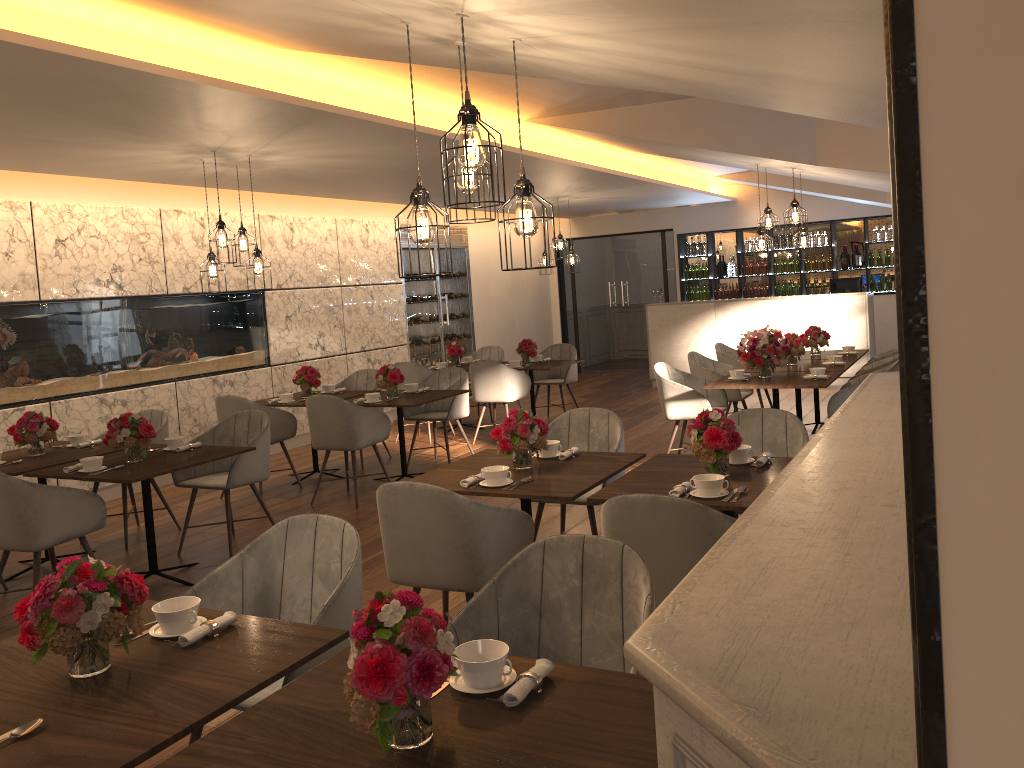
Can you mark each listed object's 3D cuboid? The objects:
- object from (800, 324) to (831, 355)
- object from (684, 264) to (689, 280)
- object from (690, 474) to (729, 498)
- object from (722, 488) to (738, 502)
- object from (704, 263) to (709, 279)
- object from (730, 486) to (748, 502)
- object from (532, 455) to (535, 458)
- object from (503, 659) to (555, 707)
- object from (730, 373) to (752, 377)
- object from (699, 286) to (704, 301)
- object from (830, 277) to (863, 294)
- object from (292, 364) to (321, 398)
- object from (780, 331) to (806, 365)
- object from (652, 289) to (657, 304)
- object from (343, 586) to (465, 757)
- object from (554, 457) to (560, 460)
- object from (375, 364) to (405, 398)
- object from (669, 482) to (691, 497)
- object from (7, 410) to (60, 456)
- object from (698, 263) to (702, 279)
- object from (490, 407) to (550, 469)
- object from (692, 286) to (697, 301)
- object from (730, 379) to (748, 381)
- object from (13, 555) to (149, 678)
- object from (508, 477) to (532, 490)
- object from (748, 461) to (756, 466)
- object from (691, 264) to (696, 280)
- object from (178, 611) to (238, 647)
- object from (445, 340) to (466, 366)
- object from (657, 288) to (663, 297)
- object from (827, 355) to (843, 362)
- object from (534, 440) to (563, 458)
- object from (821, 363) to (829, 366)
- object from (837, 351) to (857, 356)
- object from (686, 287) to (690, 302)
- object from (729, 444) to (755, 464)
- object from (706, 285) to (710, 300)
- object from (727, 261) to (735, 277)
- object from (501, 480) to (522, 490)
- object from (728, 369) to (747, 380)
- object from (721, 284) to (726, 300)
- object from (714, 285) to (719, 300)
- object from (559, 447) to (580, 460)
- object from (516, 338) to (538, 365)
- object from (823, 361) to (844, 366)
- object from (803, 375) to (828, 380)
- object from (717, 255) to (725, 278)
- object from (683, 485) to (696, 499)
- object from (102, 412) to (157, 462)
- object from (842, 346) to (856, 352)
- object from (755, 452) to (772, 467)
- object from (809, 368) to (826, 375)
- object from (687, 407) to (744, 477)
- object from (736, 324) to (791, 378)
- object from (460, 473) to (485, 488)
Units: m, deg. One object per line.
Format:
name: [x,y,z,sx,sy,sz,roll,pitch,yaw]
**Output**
object: [2.913,-0.432,8.527,0.305,0.300,0.235,-5,4,-14]
object: [2.819,-1.811,14.312,0.065,0.261,0.066,-4,3,7]
object: [0.763,0.397,3.430,0.148,0.072,0.149,-4,6,-4]
object: [0.847,0.427,3.419,0.022,0.004,0.212,-1,7,28]
object: [3.111,-1.814,14.157,0.065,0.261,0.066,-4,3,7]
object: [0.874,0.422,3.396,0.043,0.015,0.198,-1,7,24]
object: [0.102,0.366,4.442,0.022,0.004,0.212,-1,7,28]
object: [0.037,0.635,1.885,0.056,0.039,0.176,-1,7,28]
object: [1.848,-0.071,7.152,0.175,0.039,0.056,-1,6,28]
object: [3.039,-1.453,14.227,0.065,0.261,0.066,-4,3,7]
object: [4.426,-1.239,11.702,0.408,0.328,0.130,-3,3,6]
object: [-1.837,-0.032,7.890,0.235,0.300,0.305,-8,6,-40]
object: [2.470,-0.322,7.841,0.306,0.300,0.234,-8,6,-43]
object: [2.056,-1.266,12.772,0.065,0.207,0.065,-3,3,19]
object: [-0.209,0.538,1.719,0.234,0.300,0.306,-4,5,3]
object: [0.248,0.352,4.383,0.025,0.024,0.193,-1,7,28]
object: [-1.012,-0.036,7.419,0.235,0.300,0.305,-6,5,-29]
object: [0.664,0.415,3.484,0.056,0.039,0.176,-1,7,28]
object: [-3.038,0.302,5.620,0.234,0.300,0.306,-2,5,30]
object: [3.014,-1.813,14.209,0.065,0.261,0.066,-4,3,7]
object: [0.037,0.247,4.195,0.306,0.300,0.234,-8,6,-43]
object: [2.941,-1.452,14.279,0.065,0.261,0.066,-4,3,7]
object: [1.760,-0.030,6.943,0.197,0.015,0.043,-1,7,24]
object: [-1.043,0.548,2.149,0.306,0.300,0.234,-8,6,-43]
object: [0.040,0.431,3.839,0.043,0.015,0.198,-1,7,24]
object: [1.082,0.343,3.939,0.025,0.024,0.193,-1,7,28]
object: [2.916,-1.812,14.260,0.065,0.261,0.066,-4,3,7]
object: [-0.797,0.643,2.328,0.056,0.039,0.176,-1,7,28]
object: [-0.640,-0.354,10.065,0.234,0.300,0.306,-4,5,3]
object: [2.133,-1.268,12.736,0.065,0.207,0.146,-3,4,20]
object: [2.782,-0.204,7.619,0.148,0.072,0.148,-6,6,-19]
object: [0.181,0.327,4.427,0.148,0.072,0.149,-4,6,-4]
object: [2.738,-0.170,7.554,0.192,0.024,0.025,-1,6,28]
object: [3.147,-0.288,8.309,0.175,0.039,0.056,-1,6,28]
object: [2.844,-1.451,14.331,0.065,0.261,0.066,-4,3,7]
object: [1.015,0.319,3.984,0.148,0.072,0.149,-4,6,-4]
object: [3.136,-1.454,14.175,0.065,0.261,0.066,-4,3,7]
object: [3.458,-1.826,13.969,0.108,0.281,0.108,-5,4,-16]
object: [0.013,0.436,3.862,0.022,0.004,0.212,-1,7,28]
object: [1.794,-0.073,7.050,0.148,0.072,0.148,-6,6,-19]
object: [3.352,-1.456,14.061,0.065,0.261,0.066,-4,3,7]
object: [3.254,-1.455,14.113,0.065,0.261,0.066,-4,3,7]
object: [0.283,0.343,4.375,0.056,0.039,0.176,-1,7,28]
object: [0.152,-0.362,9.652,0.234,0.300,0.306,-5,5,-14]
object: [2.730,-0.172,7.519,0.175,0.039,0.056,-1,6,28]
object: [2.296,-0.052,6.697,0.175,0.039,0.056,-1,6,28]
object: [3.311,-1.865,14.051,0.104,0.358,0.104,-4,3,0]
object: [0.699,0.420,3.477,0.025,0.024,0.193,-1,7,28]
object: [-2.212,0.298,5.148,0.305,0.300,0.235,-3,4,6]
object: [3.198,-0.320,8.408,0.148,0.072,0.148,-6,6,-19]
object: [1.117,0.334,3.931,0.056,0.039,0.176,-1,7,28]
object: [2.348,-0.083,6.796,0.148,0.072,0.148,-6,6,-19]
object: [0.871,0.237,3.766,0.234,0.300,0.306,-4,5,3]
object: [2.007,-0.267,7.064,0.419,0.424,0.407,-3,5,16]
object: [-0.170,0.424,3.927,0.056,0.039,0.176,-1,7,28]
